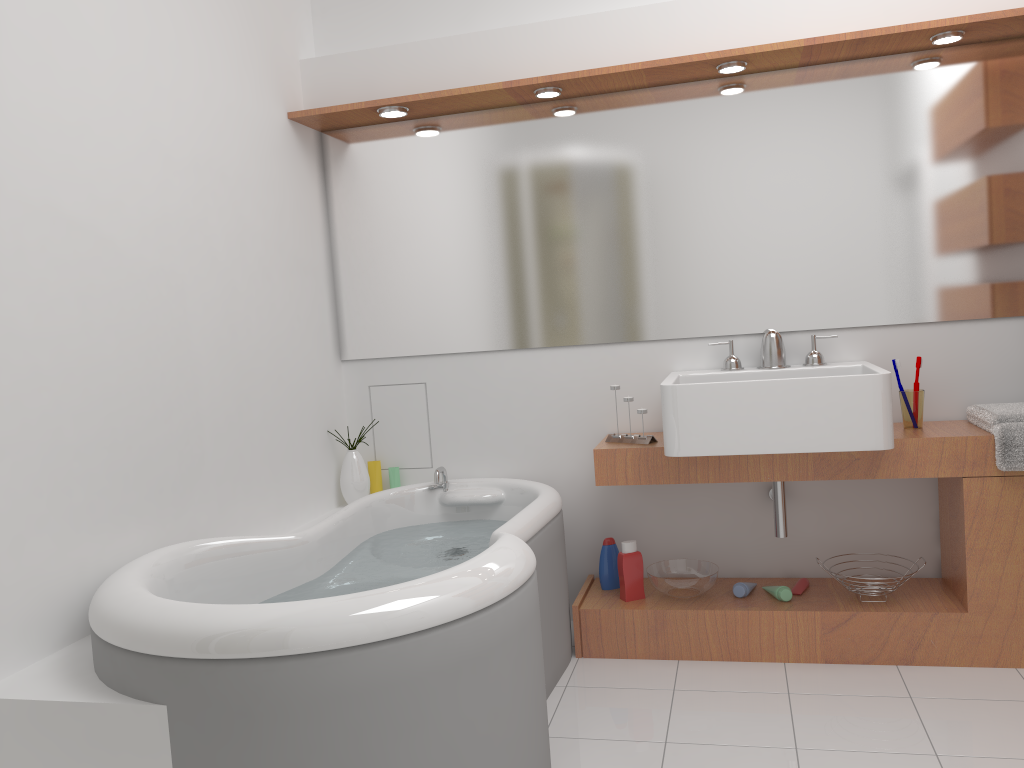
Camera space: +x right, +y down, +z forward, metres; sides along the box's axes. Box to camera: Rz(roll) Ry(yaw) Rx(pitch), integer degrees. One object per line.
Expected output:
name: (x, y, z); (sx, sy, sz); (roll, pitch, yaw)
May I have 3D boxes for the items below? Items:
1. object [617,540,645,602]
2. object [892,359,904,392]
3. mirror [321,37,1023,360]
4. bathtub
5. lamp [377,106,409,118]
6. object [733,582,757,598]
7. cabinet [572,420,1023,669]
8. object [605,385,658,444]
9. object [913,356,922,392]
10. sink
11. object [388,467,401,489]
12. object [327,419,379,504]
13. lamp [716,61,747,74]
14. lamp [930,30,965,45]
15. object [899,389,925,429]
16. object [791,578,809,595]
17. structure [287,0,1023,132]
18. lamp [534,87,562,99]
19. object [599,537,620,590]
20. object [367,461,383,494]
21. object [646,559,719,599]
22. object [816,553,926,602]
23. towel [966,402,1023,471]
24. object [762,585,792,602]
object: (0.407, 0.641, 3.039); (0.079, 0.207, 0.046); (-6, 4, -21)
object: (1.273, 0.032, 2.873); (0.070, 0.228, 0.016); (-1, 5, 40)
mirror: (0.531, -0.603, 3.150); (2.600, 0.887, 0.022); (-3, 4, 14)
bathtub: (-0.344, 0.682, 2.534); (1.055, 0.674, 1.863); (-3, 4, 14)
lamp: (-0.423, -0.969, 3.155); (0.113, 0.021, 0.113); (-5, 4, -14)
object: (0.799, 0.690, 3.049); (0.059, 0.052, 0.187); (-2, 5, 26)
cabinet: (1.024, 0.519, 2.939); (1.635, 0.719, 0.355); (-3, 4, 14)
object: (0.399, 0.099, 3.017); (0.182, 0.203, 0.059); (0, 6, 45)
object: (1.315, 0.027, 2.879); (0.052, 0.231, 0.016); (-7, 5, -36)
sink: (0.840, 0.170, 2.860); (0.657, 0.673, 0.552); (-3, 4, 14)
object: (-0.455, 0.390, 3.455); (0.038, 0.133, 0.038); (-8, 6, -42)
object: (-0.586, 0.308, 3.369); (0.215, 0.326, 0.154); (-8, 6, -44)
lamp: (0.717, -1.034, 2.895); (0.098, 0.018, 0.098); (-1, 5, 35)
lamp: (1.343, -1.068, 2.734); (0.098, 0.018, 0.098); (-5, 4, -6)
object: (1.293, 0.085, 2.863); (0.076, 0.130, 0.076); (-7, 5, -33)
object: (0.978, 0.692, 3.014); (0.042, 0.037, 0.133); (-1, 5, 33)
structure: (0.455, -1.149, 2.985); (2.606, 0.240, 0.287); (-3, 4, 14)
lamp: (0.124, -1.001, 3.047); (0.098, 0.018, 0.098); (-1, 5, 35)
object: (0.352, 0.643, 3.173); (0.092, 0.190, 0.044); (-6, 4, -19)
object: (-0.534, 0.382, 3.474); (0.047, 0.162, 0.047); (-1, 6, 41)
object: (0.589, 0.680, 3.049); (0.245, 0.090, 0.245); (-5, 4, -14)
object: (1.166, 0.632, 2.885); (0.291, 0.126, 0.291); (-6, 5, -27)
towel: (1.605, 0.153, 2.730); (0.272, 0.140, 0.359); (-3, 4, 14)
object: (0.893, 0.687, 2.985); (0.059, 0.052, 0.187); (-4, 4, -2)
